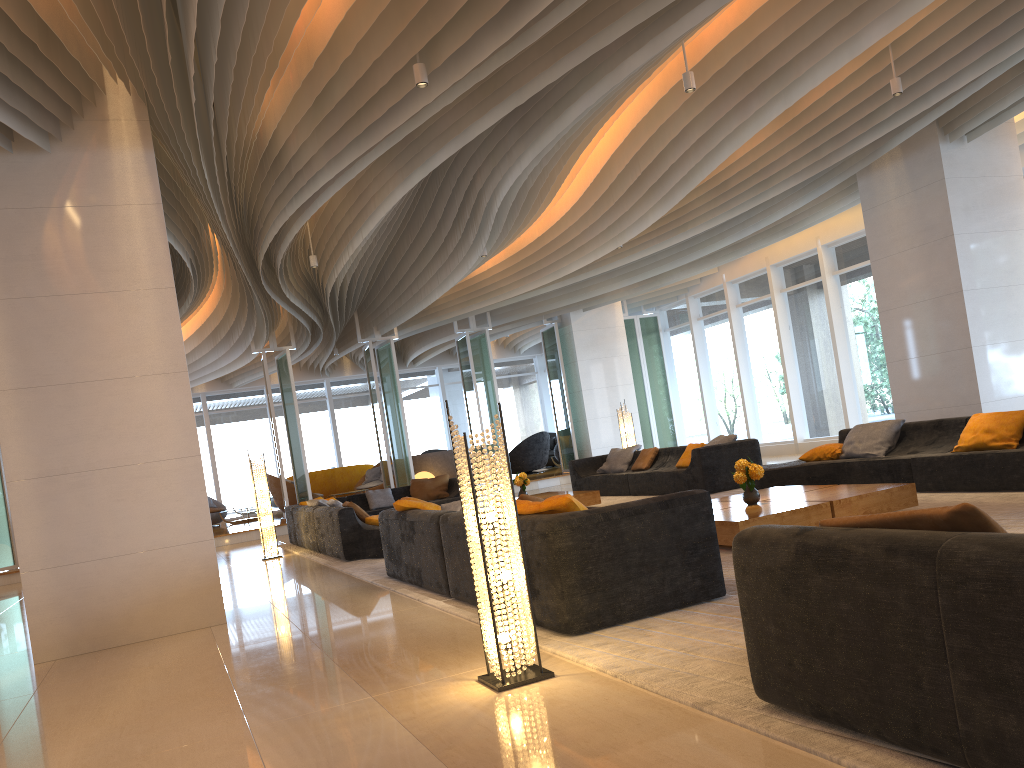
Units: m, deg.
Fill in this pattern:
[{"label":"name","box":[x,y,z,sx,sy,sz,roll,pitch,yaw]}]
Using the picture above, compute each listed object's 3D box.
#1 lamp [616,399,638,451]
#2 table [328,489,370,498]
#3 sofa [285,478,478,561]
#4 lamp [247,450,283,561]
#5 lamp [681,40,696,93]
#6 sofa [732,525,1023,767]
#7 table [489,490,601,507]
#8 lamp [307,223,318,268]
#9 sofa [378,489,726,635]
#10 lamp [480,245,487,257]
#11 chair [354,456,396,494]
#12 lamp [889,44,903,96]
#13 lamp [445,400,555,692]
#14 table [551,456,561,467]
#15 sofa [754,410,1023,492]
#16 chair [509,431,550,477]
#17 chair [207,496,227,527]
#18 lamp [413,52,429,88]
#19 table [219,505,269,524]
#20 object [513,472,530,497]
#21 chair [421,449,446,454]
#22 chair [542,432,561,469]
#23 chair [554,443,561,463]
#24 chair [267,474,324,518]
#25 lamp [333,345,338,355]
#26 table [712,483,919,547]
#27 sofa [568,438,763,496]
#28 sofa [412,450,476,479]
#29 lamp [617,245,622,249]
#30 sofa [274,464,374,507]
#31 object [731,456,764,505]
[{"label":"lamp","box":[1.961,0.971,14.886,0.252,1.449,0.248,-9,-1,-23]},{"label":"table","box":[-3.574,2.538,19.509,0.829,0.318,1.067,-6,-5,-41]},{"label":"sofa","box":[-1.239,1.646,11.747,2.851,0.652,5.050,-7,-4,-22]},{"label":"lamp","box":[-3.247,1.559,11.586,0.252,1.449,0.248,-9,-1,-23]},{"label":"lamp","box":[1.285,-3.046,6.971,0.088,1.505,0.090,-9,0,40]},{"label":"sofa","box":[1.544,0.611,2.610,1.367,0.576,2.236,-8,-4,-23]},{"label":"table","box":[0.104,1.653,11.703,1.615,0.220,1.589,-7,-4,-23]},{"label":"lamp","box":[-2.535,-2.175,10.866,0.088,1.505,0.090,-9,0,22]},{"label":"sofa","box":[-0.033,1.099,6.107,0.950,0.581,3.748,-8,-4,-22]},{"label":"lamp","box":[-0.488,-2.435,11.754,0.088,1.505,0.090,-9,0,22]},{"label":"chair","box":[-2.996,2.159,20.358,1.150,1.004,1.502,-7,-3,-35]},{"label":"lamp","box":[3.291,-3.301,7.841,0.090,1.505,0.088,-9,0,-32]},{"label":"lamp","box":[-0.077,0.639,3.703,0.252,1.197,0.248,-9,-1,-23]},{"label":"table","box":[1.573,2.050,24.105,1.087,0.318,0.814,-8,-4,-16]},{"label":"sofa","box":[3.657,0.650,7.974,1.364,0.582,4.110,-7,-4,-24]},{"label":"chair","box":[0.371,1.754,22.134,1.123,1.004,1.538,-11,-3,40]},{"label":"chair","box":[-7.202,2.809,20.216,1.127,1.004,1.532,-10,-3,20]},{"label":"lamp","box":[-0.732,-2.791,6.087,0.090,1.505,0.088,-9,0,-32]},{"label":"table","box":[-6.061,2.974,20.154,1.087,0.318,0.814,-8,-4,-16]},{"label":"object","box":[0.132,1.360,11.896,0.235,0.376,0.267,-9,-2,9]},{"label":"chair","box":[-1.647,2.122,22.869,1.538,1.004,1.123,-7,-3,-40]},{"label":"chair","box":[1.085,1.844,25.038,1.524,1.004,1.133,-8,-2,-10]},{"label":"chair","box":[1.814,1.599,23.159,1.530,1.004,1.128,-8,-3,-20]},{"label":"chair","box":[-4.644,2.324,19.016,1.143,1.004,1.511,-8,-3,-15]},{"label":"lamp","box":[-3.924,-1.374,19.229,0.089,1.505,0.088,-9,0,-14]},{"label":"table","box":[1.974,1.030,6.975,1.615,0.220,1.589,-7,-4,-23]},{"label":"sofa","box":[2.029,1.224,12.552,0.950,0.581,3.748,-8,-4,-22]},{"label":"sofa","box":[-1.579,2.023,20.845,2.536,0.900,1.123,-11,-3,27]},{"label":"lamp","box":[1.406,-2.675,12.578,0.088,1.505,0.090,-9,0,22]},{"label":"sofa","box":[-4.410,2.494,21.224,2.593,0.900,1.098,-7,-3,-33]},{"label":"object","box":[1.821,0.741,6.824,0.236,0.376,0.266,-9,-2,-1]}]
